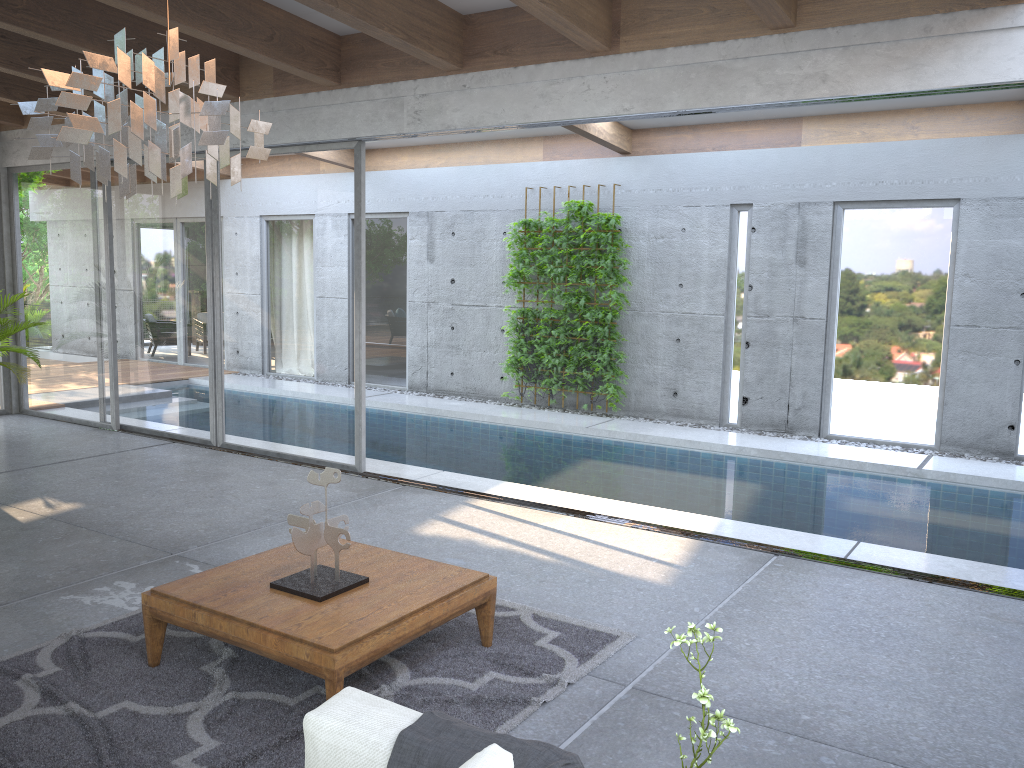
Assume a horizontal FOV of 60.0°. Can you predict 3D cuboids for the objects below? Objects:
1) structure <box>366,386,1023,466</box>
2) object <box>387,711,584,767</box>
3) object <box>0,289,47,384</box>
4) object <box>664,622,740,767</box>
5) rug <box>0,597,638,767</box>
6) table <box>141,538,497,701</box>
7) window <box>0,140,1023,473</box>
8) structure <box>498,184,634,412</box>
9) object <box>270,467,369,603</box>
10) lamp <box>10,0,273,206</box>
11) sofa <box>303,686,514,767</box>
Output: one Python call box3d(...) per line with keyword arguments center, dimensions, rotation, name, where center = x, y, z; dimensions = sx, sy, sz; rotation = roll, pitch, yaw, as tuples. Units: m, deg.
box3d(center=(1.348, 0.405, 10.637), dimensions=(13.673, 0.068, 0.477), rotation=(6, 9, 32), name="structure")
box3d(center=(-0.117, 1.251, 2.161), dimensions=(0.472, 0.704, 0.857), rotation=(5, 8, 29), name="object")
box3d(center=(-5.411, -0.396, 8.655), dimensions=(1.798, 1.819, 1.484), rotation=(7, 9, 39), name="object")
box3d(center=(0.468, 0.984, 2.307), dimensions=(0.171, 0.750, 0.238), rotation=(-4, 9, -36), name="object")
box3d(center=(-1.173, 1.230, 3.484), dimensions=(2.187, 0.056, 3.186), rotation=(6, 9, 33), name="rug")
box3d(center=(-0.820, 1.037, 3.907), dimensions=(1.112, 0.352, 1.048), rotation=(6, 9, 32), name="table")
box3d(center=(-0.600, -0.609, 3.456), dimensions=(23.280, 3.764, 14.294), rotation=(6, 9, 32), name="window")
box3d(center=(2.694, -0.518, 6.955), dimensions=(2.739, 2.687, 10.282), rotation=(-5, 9, -40), name="structure")
box3d(center=(-0.845, 0.606, 3.843), dimensions=(0.379, 0.518, 0.346), rotation=(6, 9, 32), name="object")
box3d(center=(-1.214, -1.266, 2.732), dimensions=(0.862, 1.400, 0.636), rotation=(0, 7, -11), name="lamp")
box3d(center=(-1.736, 1.091, 2.294), dimensions=(3.733, 0.777, 1.965), rotation=(6, 9, 32), name="sofa")
